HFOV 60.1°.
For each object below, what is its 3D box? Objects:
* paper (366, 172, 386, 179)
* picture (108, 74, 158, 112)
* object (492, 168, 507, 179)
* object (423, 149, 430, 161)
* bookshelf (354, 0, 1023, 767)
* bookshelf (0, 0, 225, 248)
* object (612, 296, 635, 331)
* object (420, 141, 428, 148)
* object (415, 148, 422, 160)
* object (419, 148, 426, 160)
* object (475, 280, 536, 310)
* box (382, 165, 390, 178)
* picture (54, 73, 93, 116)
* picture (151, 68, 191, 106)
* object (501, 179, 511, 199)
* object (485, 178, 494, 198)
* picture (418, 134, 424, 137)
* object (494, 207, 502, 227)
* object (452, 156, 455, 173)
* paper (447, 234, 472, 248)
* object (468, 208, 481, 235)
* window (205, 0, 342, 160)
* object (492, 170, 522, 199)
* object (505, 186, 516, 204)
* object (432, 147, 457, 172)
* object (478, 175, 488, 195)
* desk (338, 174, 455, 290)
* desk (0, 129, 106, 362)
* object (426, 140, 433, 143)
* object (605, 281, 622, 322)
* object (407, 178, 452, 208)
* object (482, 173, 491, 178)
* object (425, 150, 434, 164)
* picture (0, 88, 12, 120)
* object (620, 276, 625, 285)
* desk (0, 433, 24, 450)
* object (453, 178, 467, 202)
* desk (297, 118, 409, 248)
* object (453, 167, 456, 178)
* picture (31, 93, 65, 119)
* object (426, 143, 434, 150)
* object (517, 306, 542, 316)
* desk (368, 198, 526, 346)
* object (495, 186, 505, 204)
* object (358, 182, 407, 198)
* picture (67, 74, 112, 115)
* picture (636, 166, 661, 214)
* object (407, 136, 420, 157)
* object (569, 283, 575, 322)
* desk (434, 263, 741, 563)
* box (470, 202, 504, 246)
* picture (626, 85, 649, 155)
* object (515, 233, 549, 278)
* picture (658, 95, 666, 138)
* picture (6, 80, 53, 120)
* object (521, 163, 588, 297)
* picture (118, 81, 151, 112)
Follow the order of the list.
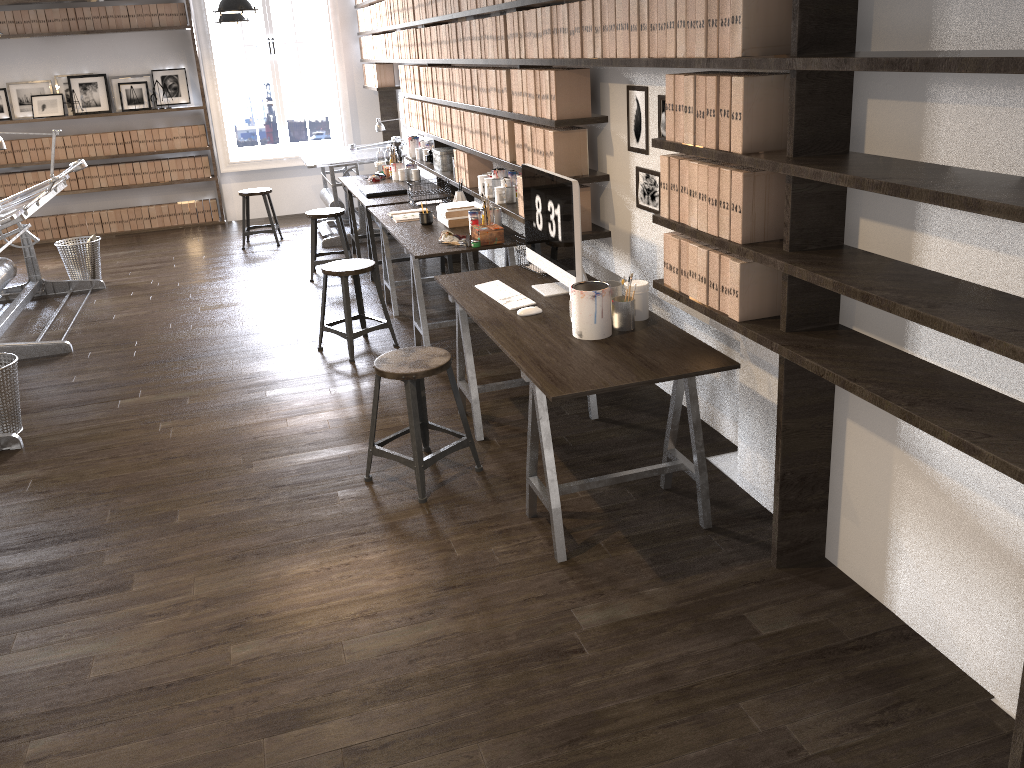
[{"bbox_3d":[-1.175,-1.784,7.594,0.138,0.037,0.157,-16,24,-29],"label":"paper"},{"bbox_3d":[-3.980,-3.057,9.305,0.434,0.355,0.096,-9,20,-15],"label":"picture"},{"bbox_3d":[-0.076,-1.271,5.575,0.094,0.159,0.096,-10,21,-19],"label":"object"},{"bbox_3d":[-0.717,-1.929,7.455,0.062,0.093,0.062,-15,22,-28],"label":"object"},{"bbox_3d":[-0.071,-1.344,5.732,0.374,3.156,9.310,-9,21,-15],"label":"bookshelf"},{"bbox_3d":[-4.457,-2.691,9.230,2.478,3.665,0.418,-9,20,-15],"label":"bookshelf"},{"bbox_3d":[0.415,-0.259,3.299,0.084,0.121,0.083,-20,25,-38],"label":"object"},{"bbox_3d":[-0.756,-2.037,7.677,0.070,0.128,0.071,4,21,21],"label":"object"},{"bbox_3d":[-0.791,-1.967,7.565,0.062,0.093,0.062,-15,22,-28],"label":"object"},{"bbox_3d":[-0.757,-1.946,7.506,0.063,0.092,0.063,-15,22,-28],"label":"object"},{"bbox_3d":[-0.034,-0.388,3.834,0.119,0.017,0.445,-11,22,-19],"label":"object"},{"bbox_3d":[-1.034,-1.839,7.641,0.138,0.082,0.215,-9,22,-15],"label":"box"},{"bbox_3d":[-4.496,-2.993,9.158,0.370,0.399,0.092,-9,20,-15],"label":"picture"},{"bbox_3d":[-3.606,-3.142,9.369,0.344,0.359,0.163,-9,20,-15],"label":"picture"},{"bbox_3d":[-0.035,-1.186,5.391,0.062,0.117,0.062,13,25,39],"label":"object"},{"bbox_3d":[-0.136,-1.214,5.481,0.062,0.117,0.062,13,25,39],"label":"object"},{"bbox_3d":[-0.865,-2.440,8.372,0.023,0.180,0.255,-9,21,-15],"label":"picture"},{"bbox_3d":[-0.106,-0.958,5.164,0.094,0.126,0.096,-11,21,-19],"label":"object"},{"bbox_3d":[-0.383,-1.673,6.495,0.157,0.267,0.183,-15,23,-30],"label":"object"},{"bbox_3d":[-0.287,-0.785,4.864,0.137,0.037,0.157,-4,21,-1],"label":"paper"},{"bbox_3d":[-0.195,-0.930,5.090,0.104,0.139,0.106,-7,20,-8],"label":"object"},{"bbox_3d":[-2.571,-3.594,9.485,1.247,2.273,0.155,-9,20,-15],"label":"window"},{"bbox_3d":[-0.027,-1.230,5.460,0.205,0.159,0.095,-9,20,-14],"label":"object"},{"bbox_3d":[-0.008,-1.116,5.234,0.062,0.093,0.064,2,20,15],"label":"object"},{"bbox_3d":[-0.500,-1.741,6.854,0.193,0.150,0.321,-9,21,-15],"label":"object"},{"bbox_3d":[-0.182,-1.262,5.612,0.062,0.117,0.062,9,23,32],"label":"object"},{"bbox_3d":[-0.951,-1.283,7.226,0.657,0.659,1.692,-9,21,-15],"label":"desk"},{"bbox_3d":[-3.552,-1.097,6.180,1.079,1.364,2.313,-9,21,-15],"label":"desk"},{"bbox_3d":[-0.714,-2.063,7.741,0.072,0.127,0.072,8,22,29],"label":"object"},{"bbox_3d":[0.377,-0.317,3.414,0.096,0.141,0.098,-3,20,1],"label":"object"},{"bbox_3d":[-0.574,-1.333,6.166,0.284,0.158,0.206,-9,21,-15],"label":"object"},{"bbox_3d":[-0.157,-1.287,5.674,0.063,0.116,0.063,5,21,23],"label":"object"},{"bbox_3d":[-0.665,-1.862,7.250,0.091,0.107,0.173,-9,21,-15],"label":"object"},{"bbox_3d":[-5.246,-2.829,8.979,0.267,0.310,0.059,-9,20,-15],"label":"picture"},{"bbox_3d":[0.393,-0.362,3.534,0.092,0.140,0.097,-18,24,-34],"label":"object"},{"bbox_3d":[-2.559,0.021,3.125,1.079,1.365,2.098,-9,21,-15],"label":"desk"},{"bbox_3d":[-0.347,-1.251,5.853,0.102,0.206,0.103,7,22,27],"label":"object"},{"bbox_3d":[-1.478,-2.026,8.638,1.073,1.080,1.287,-9,21,-15],"label":"desk"},{"bbox_3d":[-0.329,-1.532,6.376,0.181,0.092,0.063,-4,20,-2],"label":"object"},{"bbox_3d":[-4.736,-2.836,9.040,0.300,0.225,0.146,-9,20,-15],"label":"picture"},{"bbox_3d":[-0.690,-2.001,7.603,0.094,0.126,0.096,1,20,14],"label":"object"},{"bbox_3d":[0.071,-0.294,3.552,0.106,0.028,0.060,-11,22,-18],"label":"object"},{"bbox_3d":[-0.428,-0.694,5.618,0.657,0.659,1.692,-9,21,-15],"label":"desk"},{"bbox_3d":[-0.071,-1.121,5.257,0.062,0.094,0.063,2,20,15],"label":"object"},{"bbox_3d":[-1.001,-1.498,6.835,0.312,0.033,0.452,-9,22,-15],"label":"object"},{"bbox_3d":[-4.361,-2.989,9.146,0.374,0.385,0.151,-9,20,-15],"label":"picture"},{"bbox_3d":[0.600,-0.839,3.841,0.023,0.180,0.255,-9,21,-15],"label":"picture"},{"bbox_3d":[-0.859,-2.076,7.746,0.108,0.174,0.108,-9,20,-13],"label":"object"},{"bbox_3d":[0.270,-0.310,3.411,0.094,0.142,0.096,0,20,9],"label":"object"},{"bbox_3d":[0.206,0.021,3.667,0.657,0.659,1.692,-9,21,-15],"label":"desk"},{"bbox_3d":[-0.141,-0.886,4.863,0.138,0.204,0.215,-9,21,-15],"label":"box"},{"bbox_3d":[0.551,-1.149,3.847,0.022,0.280,0.204,-9,20,-15],"label":"picture"},{"bbox_3d":[0.159,-0.621,4.206,0.204,0.158,0.287,-12,22,-22],"label":"object"},{"bbox_3d":[0.648,-1.056,3.536,0.023,0.180,0.255,-9,21,-15],"label":"picture"},{"bbox_3d":[-4.904,-2.903,9.048,0.416,0.359,0.084,-9,20,-15],"label":"picture"},{"bbox_3d":[0.197,-0.656,3.807,0.205,0.510,0.652,-9,21,-15],"label":"object"},{"bbox_3d":[-3.954,-3.013,9.282,0.290,0.286,0.129,-9,20,-15],"label":"picture"}]
